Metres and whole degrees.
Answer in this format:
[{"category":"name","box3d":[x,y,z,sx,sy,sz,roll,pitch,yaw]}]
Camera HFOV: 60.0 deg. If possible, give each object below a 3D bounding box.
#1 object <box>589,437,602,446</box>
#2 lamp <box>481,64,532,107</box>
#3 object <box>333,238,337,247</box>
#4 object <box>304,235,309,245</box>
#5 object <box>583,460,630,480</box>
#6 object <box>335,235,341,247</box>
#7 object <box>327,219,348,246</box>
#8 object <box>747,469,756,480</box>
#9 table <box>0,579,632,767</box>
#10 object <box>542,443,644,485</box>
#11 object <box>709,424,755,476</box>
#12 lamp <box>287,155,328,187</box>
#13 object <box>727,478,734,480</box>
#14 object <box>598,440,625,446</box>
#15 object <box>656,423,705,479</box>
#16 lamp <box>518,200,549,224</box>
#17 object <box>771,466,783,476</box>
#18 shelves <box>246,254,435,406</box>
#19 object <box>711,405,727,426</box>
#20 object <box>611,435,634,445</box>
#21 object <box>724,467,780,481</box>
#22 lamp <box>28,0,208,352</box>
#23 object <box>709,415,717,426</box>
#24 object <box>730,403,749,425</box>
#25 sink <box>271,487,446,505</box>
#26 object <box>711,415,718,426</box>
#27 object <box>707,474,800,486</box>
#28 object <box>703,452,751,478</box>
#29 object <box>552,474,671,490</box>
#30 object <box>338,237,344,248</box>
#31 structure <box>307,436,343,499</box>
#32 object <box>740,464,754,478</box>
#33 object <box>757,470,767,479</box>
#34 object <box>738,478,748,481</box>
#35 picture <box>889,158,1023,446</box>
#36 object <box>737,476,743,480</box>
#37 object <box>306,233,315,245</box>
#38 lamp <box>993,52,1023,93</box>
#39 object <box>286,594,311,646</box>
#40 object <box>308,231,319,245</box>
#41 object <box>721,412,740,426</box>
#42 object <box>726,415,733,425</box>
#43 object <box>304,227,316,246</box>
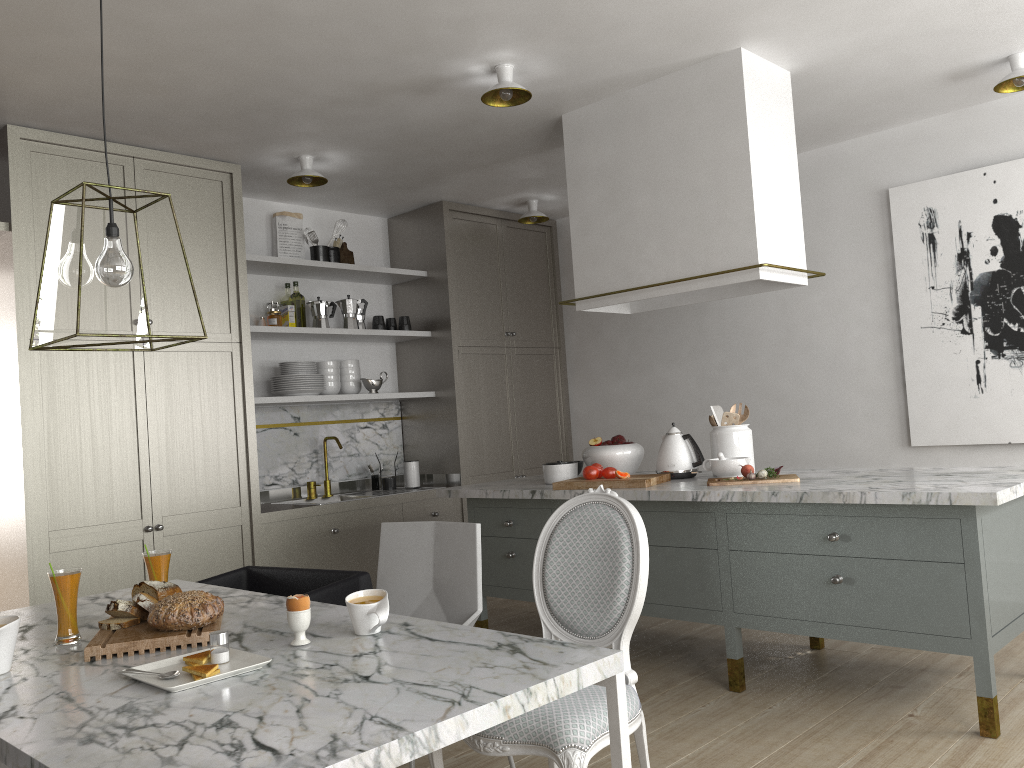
[{"category":"object","box3d":[0.370,0.259,3.933,0.061,0.048,0.054,-4,-2,7]},{"category":"lamp","box3d":[-0.025,-1.156,3.413,0.197,0.130,0.197,-4,-2,-11]},{"category":"object","box3d":[-1.054,-0.770,5.240,0.023,0.202,0.079,-5,-3,24]},{"category":"object","box3d":[-1.152,-0.771,5.121,0.098,0.199,0.059,-3,-3,-27]},{"category":"object","box3d":[0.391,0.348,3.610,0.194,0.079,0.135,-5,-3,32]},{"category":"object","box3d":[-1.034,-0.774,5.201,0.083,0.201,0.023,-4,-2,9]},{"category":"object","box3d":[-1.017,-0.870,5.143,0.135,0.187,0.070,-2,-3,-43]},{"category":"object","box3d":[0.888,0.336,3.293,0.033,0.037,0.034,-5,-3,21]},{"category":"table","box3d":[-0.718,0.856,1.911,1.781,0.583,0.870,-6,-3,44]},{"category":"object","box3d":[0.363,0.354,3.997,0.491,0.156,0.364,-5,-2,20]},{"category":"object","box3d":[0.926,0.277,3.734,0.174,0.208,0.174,-3,-3,-29]},{"category":"lamp","box3d":[-1.008,-1.049,4.354,0.197,0.130,0.197,-4,-2,-11]},{"category":"object","box3d":[0.820,0.356,3.327,0.028,0.010,0.015,-5,-2,18]},{"category":"object","box3d":[0.441,0.286,3.923,0.154,0.074,0.135,-6,-3,39]},{"category":"object","box3d":[0.696,0.281,3.754,0.178,0.236,0.204,-4,-2,-10]},{"category":"lamp","box3d":[0.131,-1.079,5.546,0.197,0.130,0.197,-2,-3,-41]},{"category":"object","box3d":[0.996,0.331,3.364,0.057,0.039,0.049,-6,-3,40]},{"category":"shelves","box3d":[-1.087,-0.282,5.095,0.352,0.775,1.339,-6,-3,44]},{"category":"object","box3d":[0.920,0.232,3.746,0.064,0.290,0.141,-2,-3,-33]},{"category":"object","box3d":[0.496,0.270,3.936,0.071,0.091,0.167,-3,-3,-21]},{"category":"object","box3d":[0.881,0.341,3.314,0.224,0.058,0.116,-4,-2,-11]},{"category":"lamp","box3d":[-0.996,-0.647,2.180,0.584,1.108,0.584,-3,-3,-31]},{"category":"object","box3d":[0.893,0.253,3.726,0.117,0.251,0.061,-5,-3,23]},{"category":"object","box3d":[0.953,0.230,3.778,0.131,0.296,0.056,-3,-3,-27]},{"category":"sink","box3d":[-0.853,0.718,5.059,0.475,0.174,0.877,-6,-3,44]},{"category":"object","box3d":[0.912,0.254,3.772,0.118,0.250,0.033,-4,-2,-6]},{"category":"object","box3d":[0.905,0.362,3.342,0.330,0.012,0.220,-5,-2,14]},{"category":"object","box3d":[0.868,0.324,3.564,0.172,0.110,0.159,-4,-2,-1]},{"category":"object","box3d":[0.408,0.399,3.616,0.400,0.030,0.290,-5,-3,29]},{"category":"object","box3d":[-1.035,-0.780,5.237,0.106,0.191,0.016,-2,-3,-36]},{"category":"structure","box3d":[-1.077,0.476,5.059,0.167,0.347,0.195,-2,-3,-39]},{"category":"object","box3d":[0.900,0.333,3.395,0.050,0.051,0.090,-4,-2,7]},{"category":"object","box3d":[0.925,0.334,3.278,0.035,0.036,0.037,-5,-3,32]},{"category":"object","box3d":[0.859,0.353,3.290,0.043,0.008,0.059,-4,-2,-4]},{"category":"picture","box3d":[2.538,-0.402,3.980,1.545,1.315,0.039,-6,-3,44]},{"category":"object","box3d":[0.851,0.350,3.307,0.013,0.017,0.030,-2,-3,-38]},{"category":"object","box3d":[-1.151,-0.811,5.151,0.085,0.148,0.050,-5,-2,16]},{"category":"lamp","box3d":[2.095,-1.294,3.664,0.197,0.130,0.197,-5,-3,29]},{"category":"object","box3d":[-0.443,0.488,1.844,0.050,0.101,0.050,-2,-3,-39]},{"category":"object","box3d":[-1.099,-0.774,5.058,0.039,0.185,0.132,-6,-3,34]},{"category":"object","box3d":[0.889,0.247,3.702,0.054,0.262,0.149,-3,-3,-31]},{"category":"object","box3d":[0.946,0.253,3.779,0.050,0.247,0.114,-2,-3,-42]},{"category":"object","box3d":[-1.141,-0.816,5.054,0.085,0.148,0.050,-2,-3,-44]}]
